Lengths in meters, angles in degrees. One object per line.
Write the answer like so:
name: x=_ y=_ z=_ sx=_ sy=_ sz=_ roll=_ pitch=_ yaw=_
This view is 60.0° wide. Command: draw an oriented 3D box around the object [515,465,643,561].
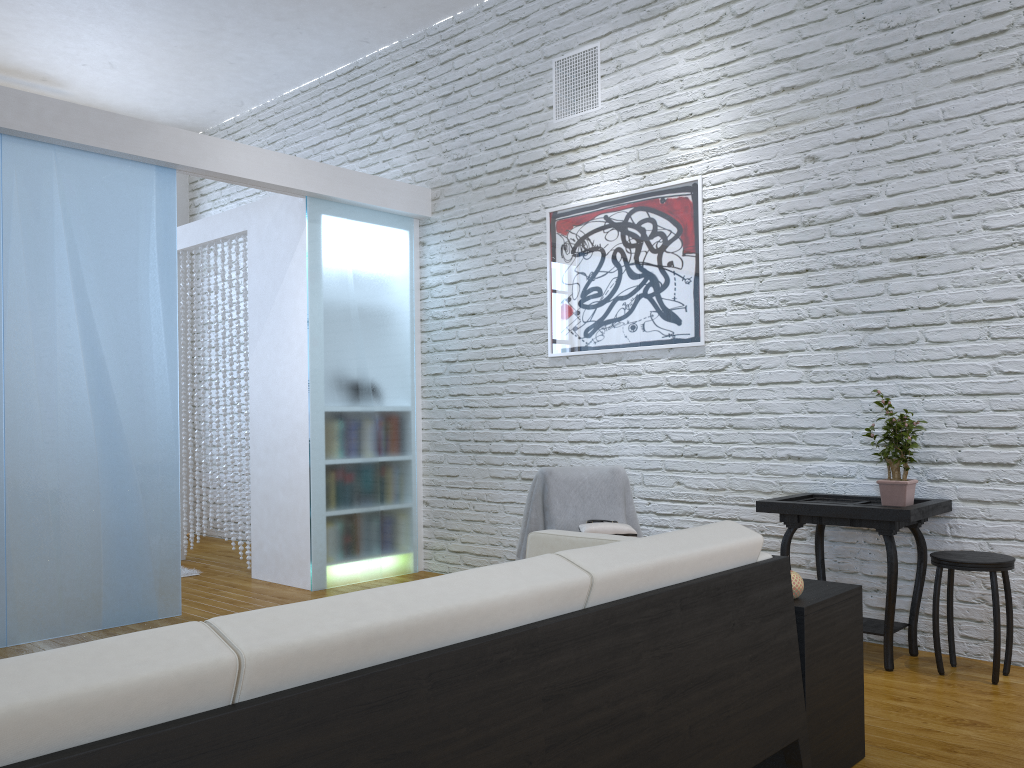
object: x=0.338 y=0.701 z=3.772 sx=0.645 sy=0.687 sz=0.635 roll=-1 pitch=-1 yaw=-9

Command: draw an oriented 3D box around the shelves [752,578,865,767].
shelves: x=0.539 y=0.765 z=2.449 sx=0.730 sy=0.451 sz=0.349 roll=-2 pitch=-2 yaw=43

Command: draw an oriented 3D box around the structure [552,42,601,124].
structure: x=0.328 y=-1.522 z=4.498 sx=0.308 sy=0.334 sz=0.010 roll=-2 pitch=-1 yaw=43

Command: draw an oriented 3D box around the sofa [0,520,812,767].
sofa: x=-0.854 y=0.664 z=1.971 sx=9.728 sy=0.679 sz=5.337 roll=-3 pitch=-3 yaw=43

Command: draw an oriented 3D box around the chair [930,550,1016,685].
chair: x=1.583 y=0.795 z=3.044 sx=0.262 sy=0.408 sz=0.262 roll=-1 pitch=-1 yaw=24

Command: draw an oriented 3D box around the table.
table: x=1.282 y=0.725 z=3.320 sx=0.563 sy=0.578 sz=0.440 roll=-2 pitch=-2 yaw=43

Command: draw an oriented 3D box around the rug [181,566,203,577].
rug: x=-2.457 y=1.113 z=5.127 sx=0.756 sy=0.047 sz=1.095 roll=-3 pitch=-3 yaw=42

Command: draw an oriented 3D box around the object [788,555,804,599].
object: x=0.683 y=0.475 z=2.189 sx=0.071 sy=0.104 sz=0.071 roll=0 pitch=-1 yaw=-20

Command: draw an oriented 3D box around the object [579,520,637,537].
object: x=0.379 y=0.612 z=3.701 sx=0.232 sy=0.085 sz=0.224 roll=0 pitch=-2 yaw=-11

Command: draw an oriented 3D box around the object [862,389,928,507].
object: x=1.432 y=0.237 z=3.311 sx=0.175 sy=0.436 sz=0.237 roll=-1 pitch=-1 yaw=-23

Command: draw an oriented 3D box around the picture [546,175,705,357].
picture: x=0.524 y=-0.540 z=4.309 sx=0.921 sy=0.769 sz=0.010 roll=-2 pitch=-1 yaw=43

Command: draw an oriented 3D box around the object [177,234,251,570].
object: x=-1.851 y=0.124 z=5.504 sx=0.923 sy=2.015 sz=0.051 roll=-1 pitch=-1 yaw=43
